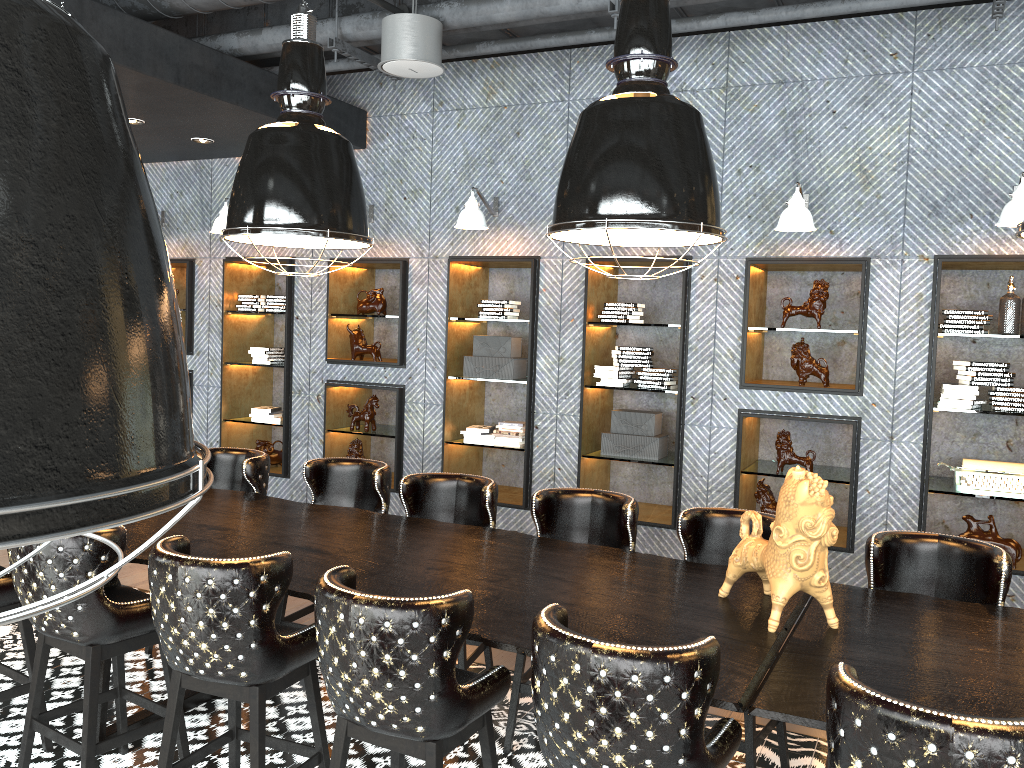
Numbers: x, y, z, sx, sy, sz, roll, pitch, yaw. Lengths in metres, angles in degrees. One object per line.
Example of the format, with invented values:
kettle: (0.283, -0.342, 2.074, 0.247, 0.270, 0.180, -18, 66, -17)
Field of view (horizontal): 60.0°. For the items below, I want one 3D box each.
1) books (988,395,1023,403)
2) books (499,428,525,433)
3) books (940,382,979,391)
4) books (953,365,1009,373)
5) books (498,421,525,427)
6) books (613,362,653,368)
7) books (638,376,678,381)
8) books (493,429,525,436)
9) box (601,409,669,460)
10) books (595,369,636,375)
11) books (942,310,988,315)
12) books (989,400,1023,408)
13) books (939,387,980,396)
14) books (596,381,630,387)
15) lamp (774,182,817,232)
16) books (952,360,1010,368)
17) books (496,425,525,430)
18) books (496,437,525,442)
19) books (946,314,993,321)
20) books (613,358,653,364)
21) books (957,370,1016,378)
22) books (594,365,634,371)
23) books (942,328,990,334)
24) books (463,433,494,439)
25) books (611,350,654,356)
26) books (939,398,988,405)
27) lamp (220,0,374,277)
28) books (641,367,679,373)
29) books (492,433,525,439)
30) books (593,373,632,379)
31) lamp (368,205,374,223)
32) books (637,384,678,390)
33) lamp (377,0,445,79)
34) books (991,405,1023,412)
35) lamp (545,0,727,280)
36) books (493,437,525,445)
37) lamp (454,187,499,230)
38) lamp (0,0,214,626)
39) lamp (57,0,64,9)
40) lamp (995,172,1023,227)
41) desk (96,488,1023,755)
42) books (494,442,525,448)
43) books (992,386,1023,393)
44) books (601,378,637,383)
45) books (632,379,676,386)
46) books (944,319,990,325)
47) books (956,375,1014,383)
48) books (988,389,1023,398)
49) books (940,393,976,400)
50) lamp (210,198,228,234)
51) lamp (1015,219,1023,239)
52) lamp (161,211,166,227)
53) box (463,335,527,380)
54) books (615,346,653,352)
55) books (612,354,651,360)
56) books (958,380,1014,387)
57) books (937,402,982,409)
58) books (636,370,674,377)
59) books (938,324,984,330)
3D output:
books: (2.968, 0.087, 5.262, 0.245, 0.028, 0.193, 4, 4, 27)
books: (0.025, 0.341, 6.650, 0.247, 0.023, 0.244, 3, 4, 10)
books: (2.695, 0.015, 5.346, 0.193, 0.028, 0.245, 4, 4, 23)
books: (2.810, -0.092, 5.318, 0.245, 0.028, 0.194, 2, 4, 5)
books: (0.017, 0.297, 6.650, 0.212, 0.024, 0.185, 3, 4, 20)
books: (0.850, -0.135, 6.233, 0.245, 0.028, 0.194, 2, 4, -6)
books: (1.029, -0.043, 6.217, 0.245, 0.028, 0.193, 3, 4, 21)
books: (-0.002, 0.363, 6.637, 0.248, 0.023, 0.197, 5, 5, 42)
box: (0.861, 0.355, 6.277, 0.419, 0.315, 0.323, 4, 4, 25)
books: (0.731, -0.085, 6.257, 0.193, 0.028, 0.245, 5, 5, 38)
books: (2.736, -0.429, 5.354, 0.245, 0.028, 0.193, 4, 4, 28)
books: (2.979, 0.116, 5.247, 0.245, 0.028, 0.193, 5, 5, 38)
books: (2.694, 0.043, 5.349, 0.193, 0.028, 0.245, 3, 4, 20)
books: (0.716, -0.002, 6.282, 0.193, 0.028, 0.245, 3, 4, 18)
lamp: (1.767, -1.062, 5.343, 0.244, 0.287, 0.490, 5, 5, 41)
books: (2.813, -0.120, 5.321, 0.245, 0.028, 0.194, 2, 4, -4)
books: (0.011, 0.320, 6.628, 0.206, 0.020, 0.197, 4, 4, 27)
books: (-0.003, 0.405, 6.633, 0.228, 0.022, 0.202, 4, 4, 28)
books: (2.754, -0.400, 5.346, 0.245, 0.028, 0.193, 4, 4, 25)
books: (0.845, -0.163, 6.225, 0.245, 0.028, 0.194, 2, 4, -3)
books: (2.839, -0.062, 5.312, 0.245, 0.028, 0.194, 2, 4, -5)
books: (0.723, -0.115, 6.282, 0.193, 0.028, 0.245, 4, 4, 32)
books: (2.741, -0.316, 5.355, 0.245, 0.028, 0.193, 4, 4, 30)
books: (-0.255, 0.393, 6.791, 0.227, 0.024, 0.166, 2, 4, -6)
books: (0.847, -0.221, 6.242, 0.245, 0.028, 0.194, 1, 4, -14)
books: (2.708, 0.102, 5.317, 0.245, 0.028, 0.193, -1, 5, -43)
lamp: (-0.854, -1.602, 3.644, 0.621, 2.301, 0.622, 1, 3, -20)
books: (1.044, -0.098, 6.197, 0.245, 0.028, 0.193, 3, 4, 20)
books: (-0.003, 0.385, 6.626, 0.264, 0.019, 0.205, 4, 4, 24)
books: (0.717, -0.060, 6.300, 0.193, 0.028, 0.245, 4, 4, 31)
lamp: (-1.186, -1.277, 6.747, 0.244, 0.287, 0.490, 5, 5, 41)
books: (1.021, 0.015, 6.190, 0.245, 0.028, 0.193, 4, 4, 29)
lamp: (-0.558, -2.310, 5.036, 0.380, 1.045, 0.382, 0, 4, -38)
books: (2.979, 0.145, 5.247, 0.245, 0.028, 0.193, 4, 4, 26)
lamp: (0.463, -1.515, 3.017, 0.621, 2.301, 0.622, 1, 3, -20)
books: (-0.002, 0.427, 6.634, 0.224, 0.021, 0.158, 5, 4, 34)
lamp: (-0.197, -1.237, 6.275, 0.244, 0.287, 0.490, 5, 5, 41)
lamp: (-0.344, -0.932, 0.463, 0.391, 2.160, 0.391, 1, 3, -20)
lamp: (-2.170, -1.689, 4.270, 0.621, 2.301, 0.622, 1, 3, -20)
lamp: (2.815, -1.002, 4.844, 0.244, 0.287, 0.490, 5, 5, 41)
desk: (0.873, 1.240, 2.892, 7.596, 0.927, 1.434, 4, 4, 25)
books: (0.001, 0.447, 6.625, 0.228, 0.023, 0.167, 4, 4, 25)
books: (2.992, 0.031, 5.259, 0.245, 0.028, 0.193, 4, 4, 24)
books: (0.753, -0.028, 6.263, 0.193, 0.028, 0.245, 4, 4, 24)
books: (0.991, -0.014, 6.170, 0.245, 0.028, 0.193, 5, 5, 36)
books: (2.740, -0.372, 5.343, 0.245, 0.028, 0.193, 4, 4, 27)
books: (2.811, -0.032, 5.279, 0.245, 0.028, 0.194, 2, 4, 1)
books: (2.972, 0.058, 5.270, 0.245, 0.028, 0.193, 4, 4, 31)
books: (2.697, 0.071, 5.358, 0.193, 0.028, 0.245, 4, 4, 27)
lamp: (-2.226, -1.363, 7.241, 0.244, 0.287, 0.490, 5, 5, 41)
lamp: (1.779, -1.428, 2.391, 0.621, 2.301, 0.622, 1, 3, -20)
lamp: (-3.204, -1.417, 7.706, 0.244, 0.287, 0.490, 5, 5, 41)
box: (-0.135, -0.205, 6.719, 0.419, 0.315, 0.298, 4, 4, 25)
books: (0.859, -0.249, 6.250, 0.245, 0.028, 0.194, 2, 4, 0)
books: (0.841, -0.194, 6.262, 0.245, 0.028, 0.194, 2, 4, -5)
books: (2.844, -0.006, 5.328, 0.245, 0.028, 0.193, 3, 4, 8)
books: (2.711, 0.127, 5.372, 0.193, 0.028, 0.245, 5, 5, 40)
books: (1.004, -0.072, 6.206, 0.245, 0.028, 0.193, 3, 4, 15)
books: (2.712, -0.346, 5.357, 0.245, 0.028, 0.193, 4, 4, 29)
